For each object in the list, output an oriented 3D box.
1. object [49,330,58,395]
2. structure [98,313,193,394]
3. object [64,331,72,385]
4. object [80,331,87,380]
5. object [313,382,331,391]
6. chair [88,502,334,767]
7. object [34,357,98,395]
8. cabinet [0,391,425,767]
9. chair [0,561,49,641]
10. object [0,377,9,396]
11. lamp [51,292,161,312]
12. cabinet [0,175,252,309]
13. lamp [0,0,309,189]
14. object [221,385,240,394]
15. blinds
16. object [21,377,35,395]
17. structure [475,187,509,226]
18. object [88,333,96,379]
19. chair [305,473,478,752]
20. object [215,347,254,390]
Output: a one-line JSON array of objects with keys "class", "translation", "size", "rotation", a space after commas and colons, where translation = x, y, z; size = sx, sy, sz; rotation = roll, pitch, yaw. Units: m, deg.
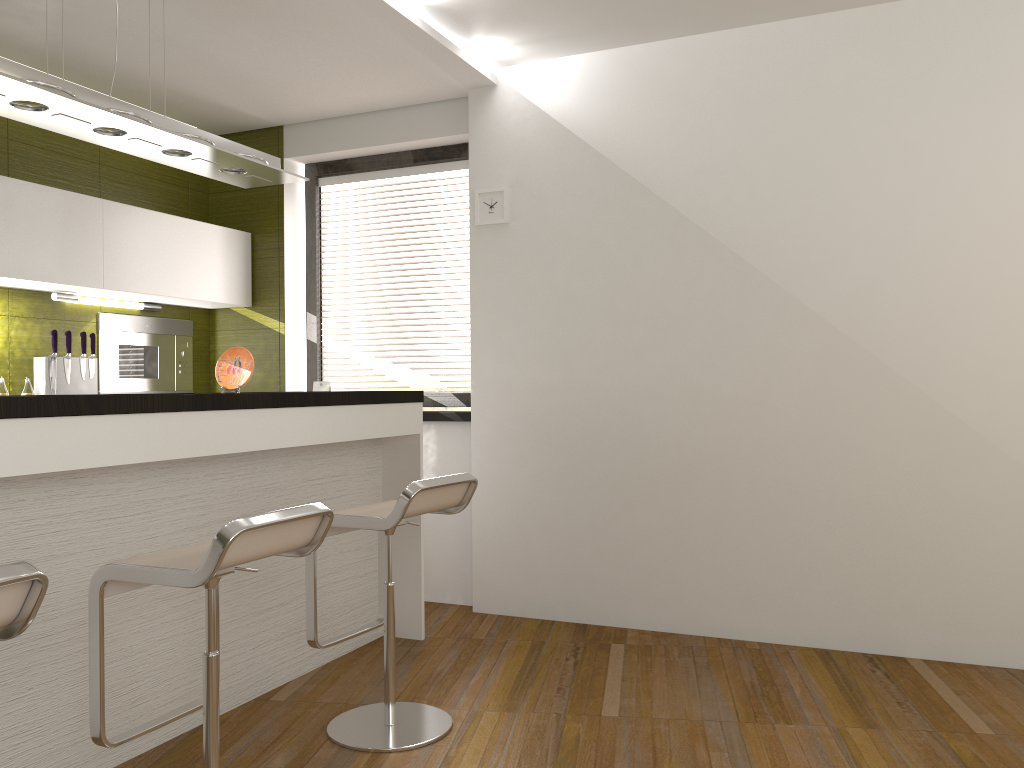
[{"class": "object", "translation": [-2.167, -0.088, 4.186], "size": [0.013, 0.339, 0.046], "rotation": [-1, 0, 24]}, {"class": "structure", "translation": [-2.006, -0.136, 4.901], "size": [0.015, 0.469, 0.663], "rotation": [-1, 0, 24]}, {"class": "object", "translation": [-2.135, -0.126, 4.259], "size": [0.013, 0.264, 0.042], "rotation": [-1, 0, 24]}, {"class": "object", "translation": [-2.099, -0.136, 4.340], "size": [0.013, 0.243, 0.036], "rotation": [-1, 0, 24]}, {"class": "object", "translation": [-1.083, 0.071, 5.048], "size": [0.106, 0.169, 0.057], "rotation": [-1, 0, 18]}, {"class": "chair", "translation": [-0.736, 0.733, 2.215], "size": [0.460, 0.857, 0.418], "rotation": [-1, 0, 24]}, {"class": "object", "translation": [-2.160, -0.015, 4.300], "size": [0.107, 0.227, 0.293], "rotation": [-1, 0, 24]}, {"class": "cabinet", "translation": [-1.293, 0.601, 2.832], "size": [0.663, 1.134, 2.947], "rotation": [-1, 0, 24]}, {"class": "chair", "translation": [-1.075, 0.733, 1.439], "size": [0.460, 0.857, 0.418], "rotation": [-1, 0, 19]}, {"class": "object", "translation": [-2.290, 0.027, 3.982], "size": [0.059, 0.121, 0.059], "rotation": [0, 0, -20]}, {"class": "lamp", "translation": [-2.093, -0.424, 4.622], "size": [0.095, 0.041, 0.716], "rotation": [-1, 0, 23]}, {"class": "cabinet", "translation": [-2.426, 0.136, 3.701], "size": [0.724, 2.089, 3.471], "rotation": [-1, 0, 24]}, {"class": "lamp", "translation": [-1.306, -1.156, 2.875], "size": [0.326, 0.683, 1.677], "rotation": [-1, 0, 24]}, {"class": "object", "translation": [-1.134, -0.027, 3.630], "size": [0.088, 0.131, 0.072], "rotation": [-1, 0, 19]}, {"class": "blinds", "translation": [-2.143, -3.080, 8.932], "size": [16.000, 12.704, 9.030], "rotation": [0, 0, -27]}, {"class": "object", "translation": [-2.246, 0.027, 4.113], "size": [0.059, 0.121, 0.059], "rotation": [0, 0, -9]}, {"class": "structure", "translation": [-0.101, -0.893, 4.462], "size": [0.180, 0.180, 0.026], "rotation": [-1, 0, 24]}, {"class": "object", "translation": [-2.079, -0.138, 4.386], "size": [0.013, 0.231, 0.040], "rotation": [-1, 0, 24]}, {"class": "chair", "translation": [-0.397, 0.732, 2.991], "size": [0.460, 0.857, 0.418], "rotation": [-1, 0, 29]}, {"class": "object", "translation": [-1.135, -0.065, 3.631], "size": [0.184, 0.178, 0.055], "rotation": [-1, 0, 20]}]
